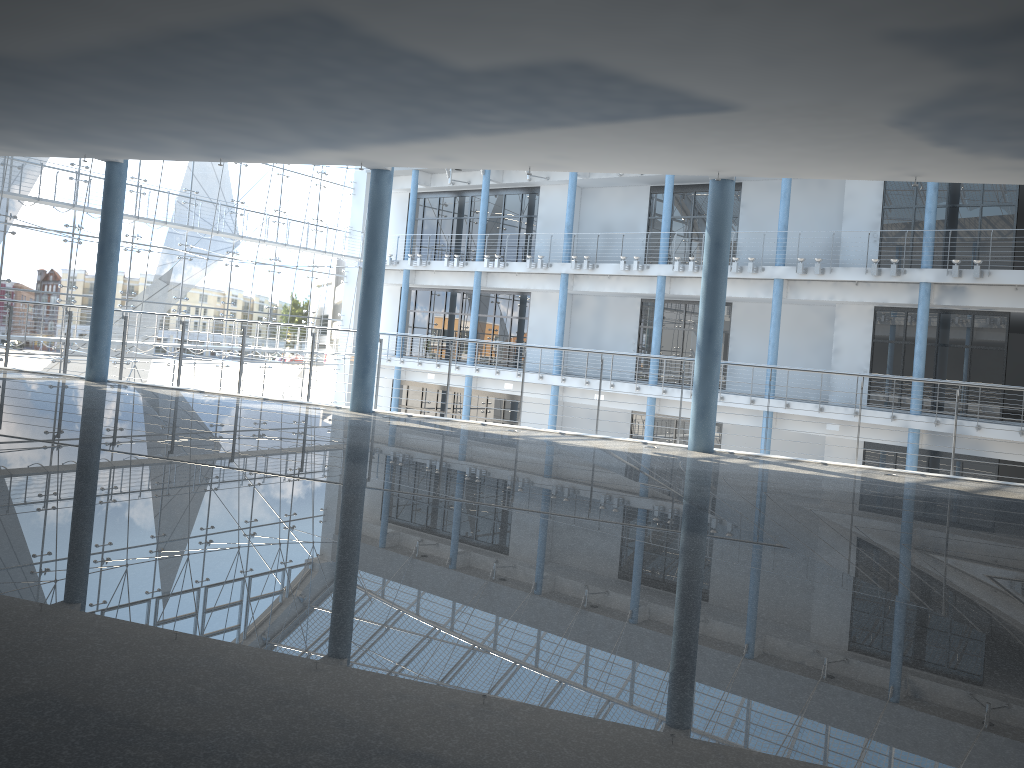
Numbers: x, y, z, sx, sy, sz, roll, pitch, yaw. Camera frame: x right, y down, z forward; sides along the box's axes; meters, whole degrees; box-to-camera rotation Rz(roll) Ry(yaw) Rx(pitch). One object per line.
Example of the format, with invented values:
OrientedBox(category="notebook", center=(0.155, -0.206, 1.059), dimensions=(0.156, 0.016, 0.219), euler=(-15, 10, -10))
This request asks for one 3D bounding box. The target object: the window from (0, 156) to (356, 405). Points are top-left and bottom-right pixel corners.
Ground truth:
OrientedBox(category="window", center=(-1.793, -0.527, 3.496), dimensions=(0.010, 2.775, 3.839), euler=(4, 1, 32))
